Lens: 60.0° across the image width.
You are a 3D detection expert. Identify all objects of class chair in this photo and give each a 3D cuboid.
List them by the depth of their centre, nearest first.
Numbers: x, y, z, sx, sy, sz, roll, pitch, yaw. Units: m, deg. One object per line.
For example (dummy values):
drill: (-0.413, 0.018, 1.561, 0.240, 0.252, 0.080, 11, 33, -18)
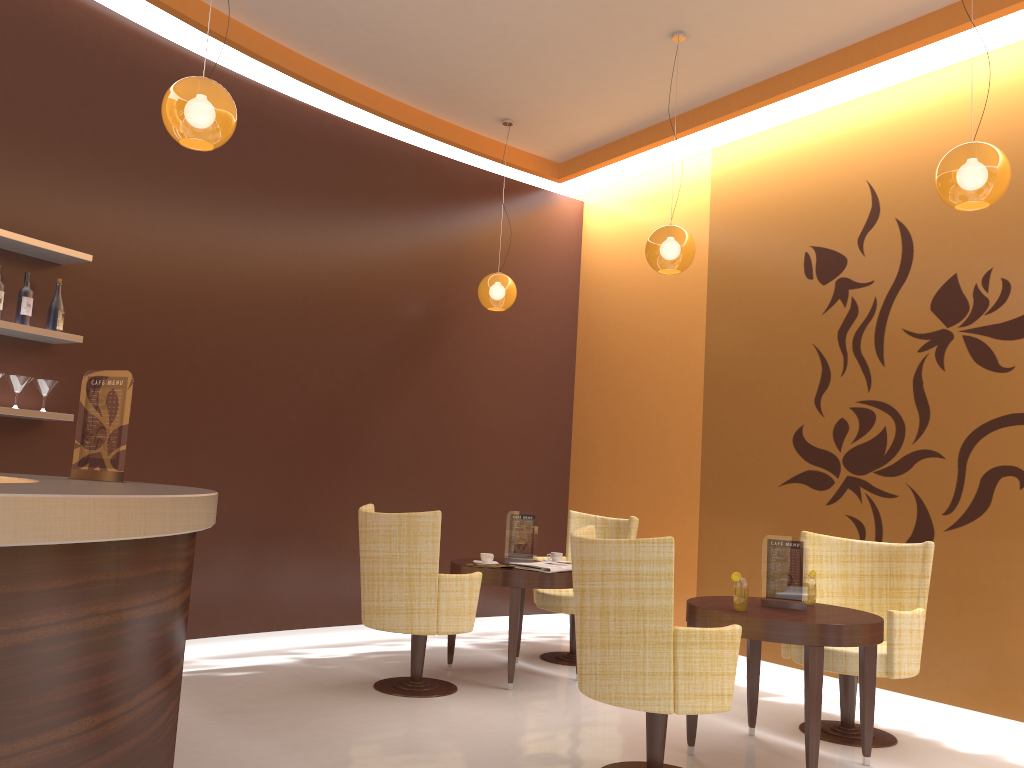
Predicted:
chair: (0.571, 1.128, 3.690, 0.685, 1.017, 0.729, 6, -7, -19)
chair: (1.807, 1.317, 4.688, 0.729, 1.017, 0.685, -2, -9, 42)
chair: (-0.554, 1.220, 5.079, 0.685, 1.017, 0.729, 9, -8, -39)
chair: (0.506, 1.420, 6.257, 0.685, 1.017, 0.729, 8, -8, -36)

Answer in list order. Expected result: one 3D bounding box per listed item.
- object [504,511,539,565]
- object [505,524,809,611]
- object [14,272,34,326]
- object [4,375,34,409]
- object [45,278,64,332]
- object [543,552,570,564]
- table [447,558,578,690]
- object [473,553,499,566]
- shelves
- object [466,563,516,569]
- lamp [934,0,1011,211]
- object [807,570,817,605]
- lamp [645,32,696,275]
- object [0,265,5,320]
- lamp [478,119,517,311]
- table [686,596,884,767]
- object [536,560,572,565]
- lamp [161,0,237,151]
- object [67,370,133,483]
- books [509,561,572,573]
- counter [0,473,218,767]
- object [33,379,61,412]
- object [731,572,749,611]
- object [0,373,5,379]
object: (0.062, 0.987, 5.691, 0.209, 0.335, 0.042, 5, -7, -13)
object: (0.701, 0.938, 4.927, 0.187, 0.335, 2.090, 9, -8, -39)
object: (-2.529, -0.434, 4.606, 0.073, 0.297, 0.073, 3, -7, 2)
object: (-2.553, 0.048, 4.574, 0.137, 0.174, 0.137, 5, -7, -11)
object: (-2.446, -0.416, 4.761, 0.086, 0.303, 0.086, 6, -7, -21)
object: (0.294, 1.147, 5.836, 0.153, 0.069, 0.153, -2, -8, 37)
table: (0.029, 1.484, 5.583, 0.872, 0.679, 0.874, 3, -7, 1)
object: (-0.157, 1.072, 5.421, 0.153, 0.069, 0.153, 5, -7, -9)
shelves: (-3.018, -0.543, 2.578, 0.586, 0.902, 4.744, 2, -7, 11)
object: (-0.172, 1.098, 5.404, 0.239, 0.021, 0.464, 6, -7, -22)
lamp: (2.051, -1.518, 3.952, 0.299, 1.500, 0.299, 5, -7, -11)
object: (1.467, 1.003, 4.373, 0.067, 0.171, 0.072, 2, -7, 12)
lamp: (0.987, -1.415, 5.401, 0.299, 1.500, 0.299, 3, -7, 7)
object: (-2.600, -0.454, 4.466, 0.073, 0.297, 0.073, 3, -7, 2)
lamp: (-0.076, -1.312, 6.849, 0.299, 1.500, 0.299, 8, -8, -36)
table: (1.242, 1.387, 4.105, 0.872, 0.679, 0.874, 4, -7, -4)
object: (0.310, 1.177, 5.838, 0.239, 0.021, 0.464, 9, -8, -39)
lamp: (-1.266, -1.737, 3.770, 0.299, 1.500, 0.299, 6, -7, -18)
object: (-1.532, 0.154, 3.318, 0.258, 0.414, 0.052, 1, -7, 23)
books: (0.213, 1.117, 5.420, 0.345, 0.035, 0.367, -3, -9, 44)
counter: (-1.667, 0.773, 2.132, 1.586, 1.100, 2.917, 2, -7, 9)
object: (-2.483, 0.068, 4.711, 0.137, 0.174, 0.137, 0, -7, 29)
object: (1.025, 0.930, 3.974, 0.067, 0.171, 0.072, -1, -8, 36)
object: (-2.624, 0.028, 4.436, 0.137, 0.174, 0.137, 0, -7, 29)
